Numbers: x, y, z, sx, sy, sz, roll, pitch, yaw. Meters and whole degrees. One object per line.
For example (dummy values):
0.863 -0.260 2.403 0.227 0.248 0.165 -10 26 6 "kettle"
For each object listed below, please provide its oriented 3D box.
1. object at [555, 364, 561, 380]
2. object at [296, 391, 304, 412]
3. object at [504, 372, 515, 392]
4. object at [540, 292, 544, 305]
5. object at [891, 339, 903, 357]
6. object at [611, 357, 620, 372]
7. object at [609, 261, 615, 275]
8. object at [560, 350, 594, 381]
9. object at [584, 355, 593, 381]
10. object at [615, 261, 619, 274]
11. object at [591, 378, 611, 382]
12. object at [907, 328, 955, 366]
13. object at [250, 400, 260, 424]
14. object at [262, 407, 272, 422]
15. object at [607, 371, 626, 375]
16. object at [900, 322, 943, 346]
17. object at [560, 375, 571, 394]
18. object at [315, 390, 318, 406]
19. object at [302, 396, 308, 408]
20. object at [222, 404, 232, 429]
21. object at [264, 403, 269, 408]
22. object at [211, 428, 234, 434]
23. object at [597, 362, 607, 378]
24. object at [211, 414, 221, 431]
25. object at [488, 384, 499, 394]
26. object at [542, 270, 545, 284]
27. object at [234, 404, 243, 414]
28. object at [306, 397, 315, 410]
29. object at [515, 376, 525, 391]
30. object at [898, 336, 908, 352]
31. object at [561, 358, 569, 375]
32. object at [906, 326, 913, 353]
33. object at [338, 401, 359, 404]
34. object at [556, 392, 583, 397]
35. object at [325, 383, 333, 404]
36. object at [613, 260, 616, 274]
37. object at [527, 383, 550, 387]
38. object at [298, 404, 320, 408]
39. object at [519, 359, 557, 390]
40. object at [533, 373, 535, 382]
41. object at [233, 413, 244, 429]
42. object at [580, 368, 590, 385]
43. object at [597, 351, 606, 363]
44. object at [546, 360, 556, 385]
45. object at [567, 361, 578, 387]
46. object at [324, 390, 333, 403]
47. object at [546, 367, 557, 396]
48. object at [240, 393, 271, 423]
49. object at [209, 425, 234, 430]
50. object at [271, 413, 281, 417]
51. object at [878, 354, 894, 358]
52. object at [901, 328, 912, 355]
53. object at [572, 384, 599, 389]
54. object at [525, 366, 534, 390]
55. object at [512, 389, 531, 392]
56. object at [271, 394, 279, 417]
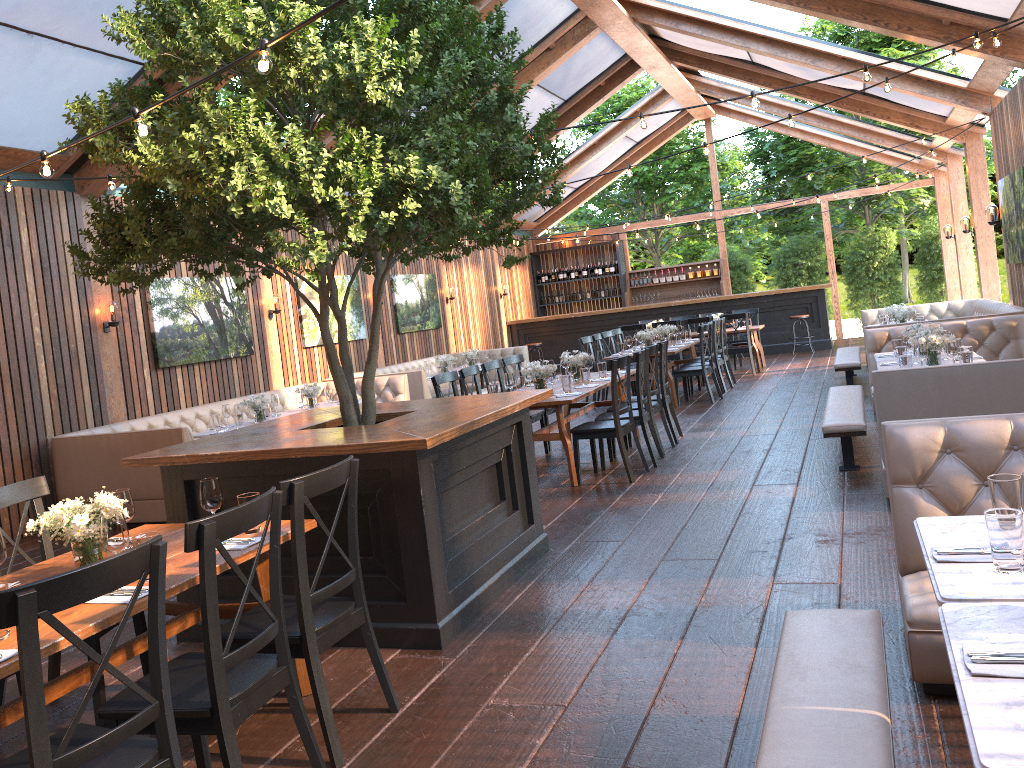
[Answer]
0.477 -0.124 9.295 0.092 0.158 0.091 -8 2 -32 "object"
-2.312 0.198 9.676 0.092 0.244 0.092 -7 2 -21 "object"
-0.014 0.025 7.727 0.092 0.244 0.092 -7 1 2 "object"
0.736 -2.079 21.539 0.094 0.308 0.095 -7 1 8 "object"
3.490 -0.323 8.002 0.091 0.158 0.092 -7 2 8 "object"
1.098 -0.205 9.361 0.092 0.158 0.091 -8 2 -32 "object"
2.353 -2.729 20.800 0.136 0.315 0.137 -6 2 28 "object"
0.655 -0.196 8.995 0.337 0.309 0.328 -9 3 -31 "object"
0.761 -0.157 8.762 0.092 0.244 0.092 -6 2 24 "object"
2.457 -2.732 20.745 0.075 0.302 0.076 -6 1 38 "object"
0.864 -0.045 8.636 0.254 0.019 0.158 -5 5 22 "object"
3.263 -0.276 6.869 0.335 0.309 0.331 -5 4 34 "object"
-2.597 0.293 8.959 0.092 0.244 0.092 -7 2 -21 "object"
-2.487 0.320 8.989 0.091 0.158 0.092 -7 2 8 "object"
1.074 -0.116 9.178 0.254 0.019 0.158 -5 5 22 "object"
3.606 -0.393 7.764 0.335 0.309 0.331 -5 4 38 "object"
0.481 0.003 7.786 0.091 0.158 0.092 -5 2 38 "object"
-2.311 0.141 10.352 0.092 0.244 0.092 -7 2 -21 "object"
-2.410 0.199 10.324 0.091 0.158 0.092 -7 2 8 "object"
-2.868 0.330 8.907 0.092 0.244 0.092 -7 2 -21 "object"
-2.680 0.290 9.625 0.091 0.158 0.092 -7 2 8 "object"
-2.818 0.460 8.647 0.157 0.019 0.256 -5 5 22 "object"
0.901 -0.135 8.811 0.092 0.158 0.091 -9 3 -42 "object"
-2.967 0.388 8.879 0.091 0.158 0.092 -7 2 8 "object"
-0.157 0.086 7.720 0.092 0.158 0.091 -9 3 -42 "object"
0.760 -2.600 21.446 0.087 0.334 0.087 -7 1 2 "object"
-2.696 0.324 8.739 0.092 0.244 0.092 -7 2 -21 "object"
-2.202 0.225 9.706 0.091 0.158 0.092 -7 2 8 "object"
0.081 0.008 8.257 0.092 0.158 0.091 -9 3 -42 "object"
3.696 -0.376 8.332 0.092 0.158 0.091 -8 2 -32 "object"
0.564 -0.180 9.324 0.093 0.244 0.092 -8 2 -43 "object"
3.719 -0.413 8.226 0.092 0.244 0.092 -7 2 -21 "object"
-1.923 0.213 10.284 0.254 0.019 0.158 -5 5 22 "object"
0.470 0.090 7.595 0.254 0.019 0.158 -5 5 22 "object"
-2.181 0.109 10.548 0.092 0.244 0.092 -7 2 -21 "object"
2.433 -2.759 20.917 0.087 0.334 0.087 -7 1 2 "object"
0.287 0.000 8.932 0.254 0.019 0.158 -5 5 22 "object"
-2.390 0.252 10.491 0.254 0.019 0.158 -5 5 22 "object"
0.252 -0.066 8.029 0.335 0.309 0.330 -6 3 17 "object"
0.248 -0.051 8.765 0.092 0.158 0.092 -7 2 -12 "object"
-2.662 0.371 8.634 0.091 0.158 0.092 -7 2 8 "object"
0.691 -0.069 8.336 0.091 0.158 0.092 -6 2 28 "object"
0.951 -0.227 9.321 0.092 0.244 0.092 -6 2 24 "object"
0.388 -0.114 8.781 0.092 0.244 0.092 -8 2 -26 "object"
0.567 -0.094 8.300 0.092 0.244 0.092 -6 2 19 "object"
-2.205 0.146 10.654 0.092 0.158 0.091 -8 2 -32 "object"
0.346 -0.021 7.750 0.092 0.244 0.092 -7 2 -21 "object"
-2.638 0.246 9.187 0.335 0.309 0.331 -5 4 34 "object"
-2.947 0.442 9.046 0.254 0.019 0.158 -5 5 22 "object"
-2.660 0.344 9.792 0.254 0.019 0.158 -5 5 22 "object"
3.510 -0.270 8.169 0.254 0.019 0.158 -5 5 22 "object"
3.590 -0.381 8.030 0.092 0.244 0.092 -7 2 -21 "object"
0.669 0.018 8.164 0.254 0.019 0.158 -5 5 22 "object"
0.169 -0.045 8.299 0.092 0.244 0.092 -6 2 19 "object"
0.088 0.070 8.433 0.254 0.019 0.158 -5 5 22 "object"
-2.580 0.233 9.653 0.092 0.244 0.092 -7 2 -21 "object"
